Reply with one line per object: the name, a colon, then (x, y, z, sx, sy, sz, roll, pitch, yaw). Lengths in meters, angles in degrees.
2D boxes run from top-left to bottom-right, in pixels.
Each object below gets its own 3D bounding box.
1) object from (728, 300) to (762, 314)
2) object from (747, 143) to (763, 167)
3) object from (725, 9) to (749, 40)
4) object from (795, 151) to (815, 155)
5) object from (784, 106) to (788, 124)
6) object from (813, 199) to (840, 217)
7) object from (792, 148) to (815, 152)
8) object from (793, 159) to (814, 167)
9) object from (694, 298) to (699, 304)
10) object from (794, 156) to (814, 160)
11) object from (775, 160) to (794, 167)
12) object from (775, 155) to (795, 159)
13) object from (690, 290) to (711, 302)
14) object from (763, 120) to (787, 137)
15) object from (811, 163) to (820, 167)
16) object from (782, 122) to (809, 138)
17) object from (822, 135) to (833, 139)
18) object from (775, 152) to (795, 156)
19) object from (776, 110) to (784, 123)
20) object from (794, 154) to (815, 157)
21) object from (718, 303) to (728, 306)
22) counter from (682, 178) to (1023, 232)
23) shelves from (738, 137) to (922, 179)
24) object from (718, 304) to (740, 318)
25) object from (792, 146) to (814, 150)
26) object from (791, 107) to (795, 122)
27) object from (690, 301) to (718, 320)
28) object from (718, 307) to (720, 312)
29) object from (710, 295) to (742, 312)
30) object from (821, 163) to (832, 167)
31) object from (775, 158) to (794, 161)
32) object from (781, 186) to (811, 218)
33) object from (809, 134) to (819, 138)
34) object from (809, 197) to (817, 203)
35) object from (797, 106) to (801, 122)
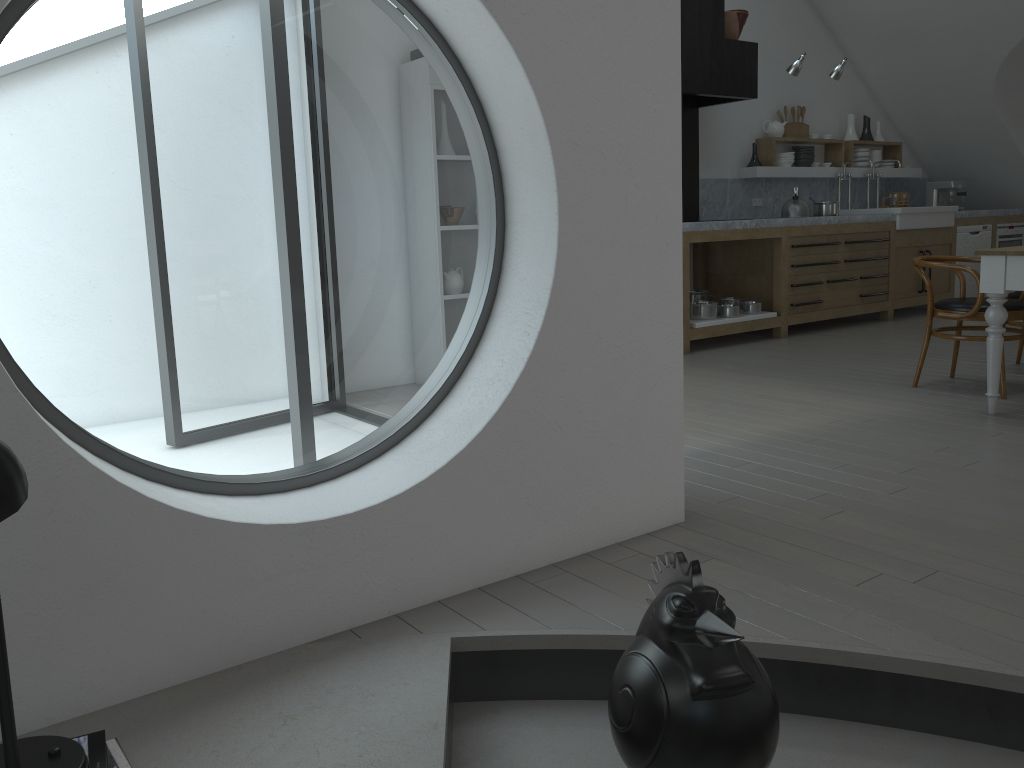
object: (1.895, -0.623, 7.149, 0.154, 0.112, 0.261, -9, 12, -36)
object: (2.205, -2.079, 8.052, 0.156, 0.217, 0.156, 4, 11, 35)
object: (1.693, -2.815, 7.048, 0.348, 0.235, 0.368, -5, 10, -18)
object: (2.771, -2.170, 8.433, 0.206, 0.072, 0.206, 7, 13, 41)
object: (2.570, -2.457, 8.308, 0.055, 0.298, 0.028, -8, 11, -35)
object: (2.837, -1.573, 7.945, 0.232, 0.169, 0.396, 4, 12, 33)
object: (2.771, -2.196, 8.434, 0.205, 0.083, 0.206, -4, 10, -8)
object: (2.772, -2.095, 8.443, 0.206, 0.072, 0.206, 7, 13, 41)
object: (1.466, -0.595, 6.813, 0.191, 0.151, 0.052, -9, 11, -35)
object: (2.771, -2.121, 8.439, 0.205, 0.086, 0.206, -2, 10, 2)
object: (2.544, -2.053, 8.280, 0.181, 0.063, 0.182, -4, 10, -13)
object: (2.544, -2.098, 8.275, 0.181, 0.069, 0.182, -5, 11, -18)
object: (1.475, -0.729, 7.610, 0.455, 0.196, 0.269, -2, 10, -1)
object: (2.429, -2.356, 8.194, 0.174, 0.168, 0.168, 5, 12, 37)
object: (2.930, -2.117, 8.585, 0.099, 0.048, 0.099, -10, 13, -38)
object: (2.675, -2.394, 8.380, 0.354, 0.157, 0.084, -9, 11, -35)
object: (3.081, -2.407, 8.660, 0.099, 0.048, 0.099, -10, 13, -38)
object: (2.544, -2.127, 8.271, 0.181, 0.076, 0.182, -2, 10, 2)
object: (2.542, -2.435, 8.287, 0.199, 0.258, 0.016, -6, 10, -25)
object: (2.776, -2.148, 8.432, 0.205, 0.086, 0.206, -1, 10, 7)
object: (1.659, -0.620, 7.153, 0.248, 0.045, 0.041, -10, 12, -36)
counter: (2.722, -1.761, 8.016, 6.589, 0.617, 0.964, -9, 12, -35)
shelves: (2.151, -2.510, 7.780, 5.564, 1.355, 0.481, -11, 12, -41)
object: (1.663, -0.579, 6.958, 0.261, 0.112, 0.154, 7, 14, 43)
object: (2.768, -2.223, 8.431, 0.206, 0.079, 0.206, -9, 12, -33)
object: (2.666, -2.473, 8.377, 0.061, 0.298, 0.040, -9, 11, -38)
object: (1.429, -0.585, 6.921, 0.379, 0.163, 0.223, 7, 14, 43)
object: (1.540, -0.619, 7.194, 0.508, 0.052, 0.264, 4, 12, 30)
object: (1.792, -0.666, 7.366, 0.182, 0.133, 0.310, -4, 10, -11)
object: (3.085, -2.143, 8.696, 0.099, 0.048, 0.099, -10, 13, -38)
object: (2.542, -2.075, 8.276, 0.181, 0.065, 0.182, -2, 10, 2)
object: (2.451, -1.571, 7.654, 0.246, 0.266, 0.247, -7, 10, -25)
object: (2.908, -2.378, 8.536, 0.099, 0.048, 0.099, -10, 13, -38)
object: (2.752, -1.592, 7.922, 0.051, 0.166, 0.236, -10, 12, -40)
object: (2.706, -2.475, 8.381, 0.057, 0.298, 0.019, -8, 11, -35)
